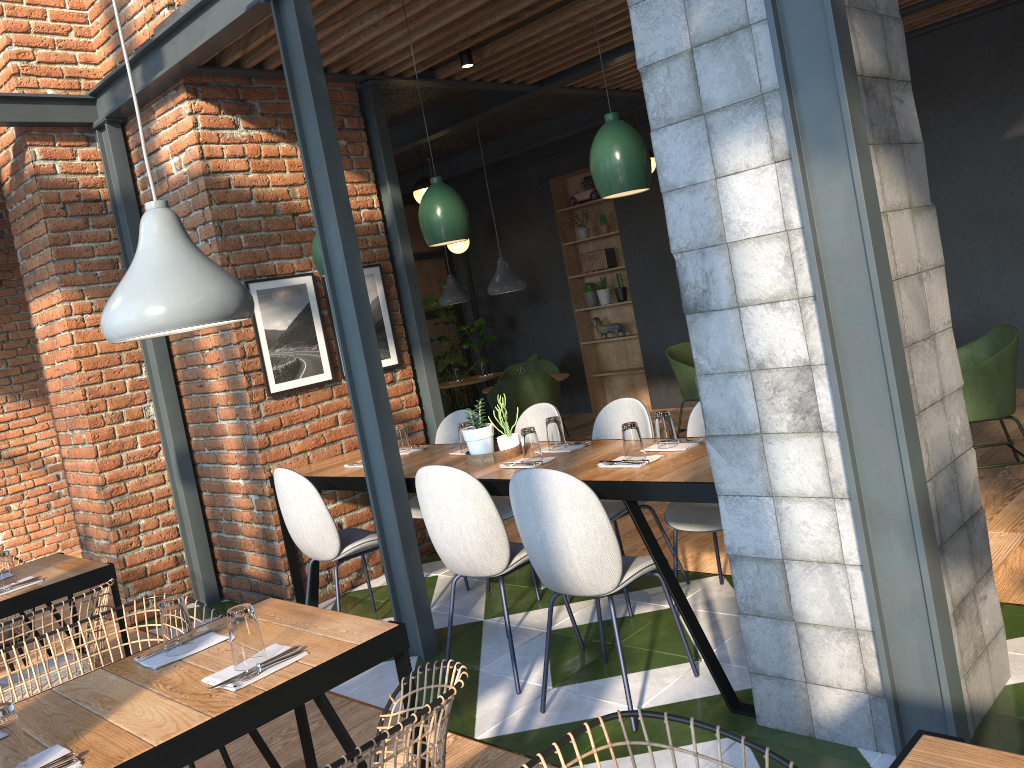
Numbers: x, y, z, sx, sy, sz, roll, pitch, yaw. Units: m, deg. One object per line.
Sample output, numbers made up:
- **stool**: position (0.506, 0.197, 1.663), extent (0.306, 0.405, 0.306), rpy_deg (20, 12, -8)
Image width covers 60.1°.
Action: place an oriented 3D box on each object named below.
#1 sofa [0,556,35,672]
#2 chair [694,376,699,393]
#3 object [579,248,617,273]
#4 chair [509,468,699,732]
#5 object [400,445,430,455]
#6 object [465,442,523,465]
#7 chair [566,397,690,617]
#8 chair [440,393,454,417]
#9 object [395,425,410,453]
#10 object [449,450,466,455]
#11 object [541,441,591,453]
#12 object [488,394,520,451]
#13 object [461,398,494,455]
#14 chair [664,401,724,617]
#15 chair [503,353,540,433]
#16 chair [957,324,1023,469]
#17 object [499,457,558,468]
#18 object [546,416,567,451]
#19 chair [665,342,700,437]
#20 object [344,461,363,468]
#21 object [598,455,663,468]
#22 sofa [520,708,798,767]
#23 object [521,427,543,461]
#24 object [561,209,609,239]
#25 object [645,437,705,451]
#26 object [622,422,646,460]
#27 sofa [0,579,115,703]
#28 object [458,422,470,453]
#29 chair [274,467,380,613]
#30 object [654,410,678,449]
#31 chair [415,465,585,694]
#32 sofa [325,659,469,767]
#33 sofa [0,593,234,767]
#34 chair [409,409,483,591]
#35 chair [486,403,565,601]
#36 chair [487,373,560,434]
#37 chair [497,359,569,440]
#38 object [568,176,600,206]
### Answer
- **sofa**: position (-2.606, 1.241, 3.778), extent (0.469, 0.731, 1.098), rpy_deg (-7, 6, 45)
- **chair**: position (1.355, 0.322, 5.010), extent (0.514, 0.817, 0.641), rpy_deg (-10, 4, 11)
- **object**: position (0.965, -1.386, 9.922), extent (0.339, 0.241, 0.200), rpy_deg (-7, 5, 40)
- **chair**: position (0.302, 0.667, 3.133), extent (0.417, 0.885, 0.510), rpy_deg (-8, 4, 42)
- **object**: position (-0.545, 0.345, 4.664), extent (0.242, 0.019, 0.158), rpy_deg (-5, 8, 46)
- **object**: position (-0.080, 0.308, 3.968), extent (0.252, 0.046, 0.253), rpy_deg (-9, 6, 19)
- **chair**: position (0.456, 0.546, 4.092), extent (0.510, 0.885, 0.417), rpy_deg (-13, 4, -38)
- **chair**: position (-0.889, 0.323, 9.517), extent (0.516, 0.817, 0.639), rpy_deg (-12, 4, -13)
- **object**: position (-0.588, 0.287, 4.659), extent (0.080, 0.138, 0.080), rpy_deg (-10, 4, 19)
- **object**: position (-0.176, 0.313, 4.259), extent (0.242, 0.019, 0.158), rpy_deg (-5, 8, 46)
- **object**: position (0.231, 0.272, 3.867), extent (0.242, 0.019, 0.158), rpy_deg (-5, 8, 46)
- **object**: position (-0.034, 0.181, 3.941), extent (0.127, 0.281, 0.116), rpy_deg (-8, 4, 41)
- **object**: position (-0.154, 0.203, 3.975), extent (0.145, 0.276, 0.146), rpy_deg (-9, 4, 26)
- **chair**: position (0.885, 0.500, 3.714), extent (0.417, 0.885, 0.510), rpy_deg (-8, 4, 42)
- **chair**: position (0.110, 0.117, 9.681), extent (0.515, 0.817, 0.639), rpy_deg (-11, 4, -8)
- **chair**: position (2.479, 0.128, 4.780), extent (0.514, 0.817, 0.641), rpy_deg (-10, 4, 16)
- **object**: position (0.059, 0.322, 3.691), extent (0.242, 0.019, 0.158), rpy_deg (-5, 8, 46)
- **object**: position (0.188, 0.214, 3.863), extent (0.080, 0.138, 0.080), rpy_deg (-10, 3, 9)
- **chair**: position (1.638, 0.052, 7.282), extent (0.513, 0.817, 0.642), rpy_deg (-7, 5, 45)
- **object**: position (-0.748, 0.398, 4.520), extent (0.242, 0.019, 0.158), rpy_deg (-6, 7, 44)
- **object**: position (0.434, 0.285, 3.323), extent (0.242, 0.019, 0.158), rpy_deg (-5, 8, 46)
- **sofa**: position (0.065, 0.988, 1.057), extent (0.469, 0.731, 1.098), rpy_deg (-7, 6, 45)
- **object**: position (0.077, 0.251, 3.690), extent (0.080, 0.138, 0.080), rpy_deg (-12, 4, -21)
- **object**: position (0.827, -1.793, 9.887), extent (0.535, 0.328, 0.175), rpy_deg (-9, 4, 25)
- **object**: position (0.638, 0.234, 3.450), extent (0.242, 0.019, 0.158), rpy_deg (-5, 8, 46)
- **object**: position (0.452, 0.214, 3.321), extent (0.080, 0.138, 0.080), rpy_deg (-10, 3, 9)
- **sofa**: position (-1.819, 1.166, 2.977), extent (0.469, 0.731, 1.098), rpy_deg (-7, 6, 45)
- **object**: position (-0.220, 0.254, 4.255), extent (0.080, 0.138, 0.080), rpy_deg (-10, 4, 19)
- **chair**: position (-0.812, 0.772, 4.263), extent (0.510, 0.885, 0.417), rpy_deg (-13, 4, -38)
- **object**: position (0.595, 0.175, 3.446), extent (0.080, 0.138, 0.080), rpy_deg (-12, 4, -21)
- **chair**: position (-0.071, 0.697, 3.568), extent (0.417, 0.885, 0.510), rpy_deg (-8, 4, 42)
- **sofa**: position (-0.477, 1.039, 1.609), extent (0.469, 0.731, 1.098), rpy_deg (-7, 6, 45)
- **sofa**: position (-1.264, 1.114, 2.411), extent (0.469, 0.731, 1.098), rpy_deg (-7, 6, 45)
- **chair**: position (-0.337, 0.623, 4.875), extent (0.417, 0.885, 0.510), rpy_deg (-8, 4, 42)
- **chair**: position (0.072, 0.579, 4.515), extent (0.510, 0.885, 0.417), rpy_deg (-13, 4, -38)
- **chair**: position (0.146, 0.311, 7.565), extent (0.638, 0.817, 0.516), rpy_deg (-11, 3, 1)
- **chair**: position (0.210, 0.201, 8.593), extent (0.638, 0.817, 0.517), rpy_deg (-11, 3, 6)
- **object**: position (0.837, -2.154, 9.840), extent (0.515, 0.284, 0.205), rpy_deg (-6, 6, 45)
